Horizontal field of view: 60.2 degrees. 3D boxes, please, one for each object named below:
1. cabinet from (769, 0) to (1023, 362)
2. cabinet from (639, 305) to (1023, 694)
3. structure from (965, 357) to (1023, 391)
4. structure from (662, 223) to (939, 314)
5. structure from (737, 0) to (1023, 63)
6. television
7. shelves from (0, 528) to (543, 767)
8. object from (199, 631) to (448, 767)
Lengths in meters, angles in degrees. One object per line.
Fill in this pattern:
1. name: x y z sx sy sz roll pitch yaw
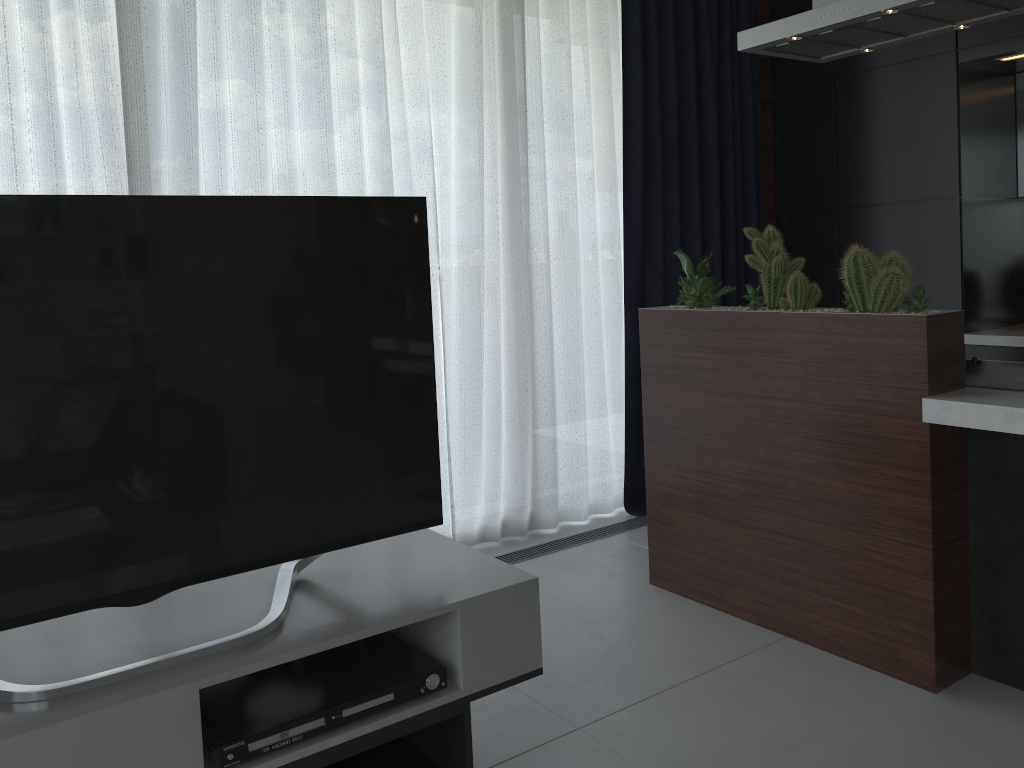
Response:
1. cabinet: 2.574 -0.690 3.158 0.708 2.538 3.489 -5 6 -35
2. cabinet: 1.663 -0.471 1.884 0.789 2.536 3.345 -5 6 -35
3. structure: 1.472 -0.003 2.371 0.506 0.056 0.766 -8 9 -34
4. structure: 0.793 -0.344 2.656 0.223 0.284 1.004 -6 8 -32
5. structure: 1.204 -1.448 2.581 0.448 0.755 1.047 -6 7 -35
6. television: -0.680 0.065 1.553 1.235 0.782 0.298 -7 5 -35
7. shelves: -1.144 0.741 1.488 2.360 0.496 0.875 -8 8 -35
8. object: -0.393 0.573 1.688 0.432 0.052 0.336 -8 9 -35
